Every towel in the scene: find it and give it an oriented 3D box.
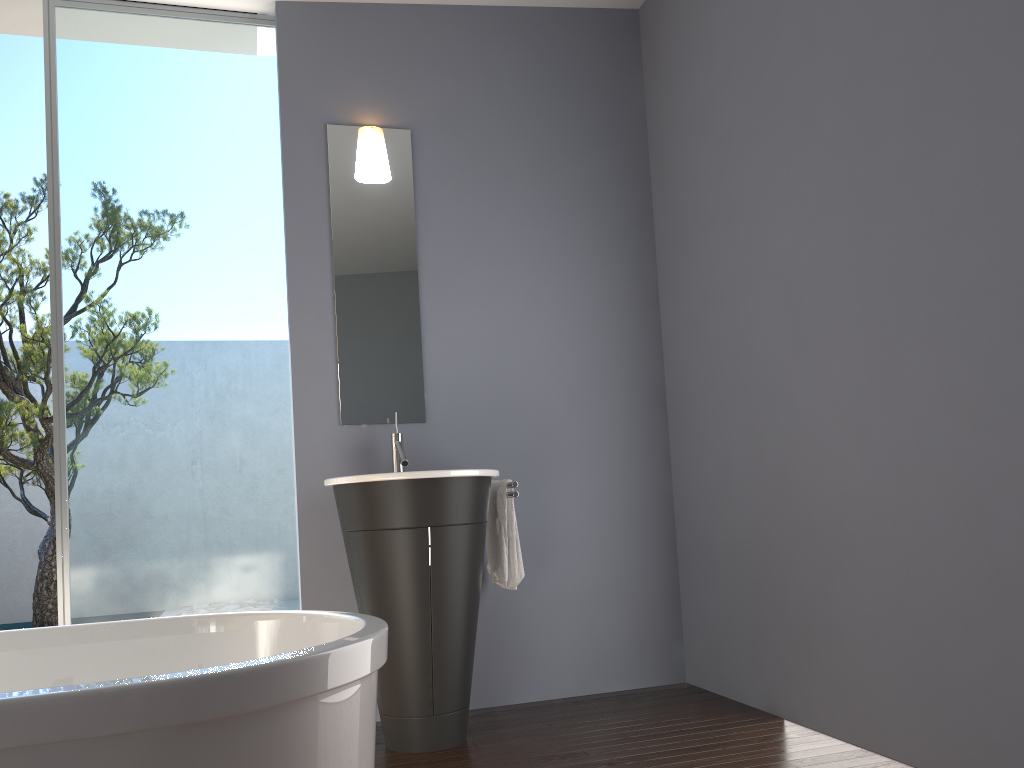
[{"bbox_3d":[-0.031,0.605,3.564,0.095,0.437,0.363,-2,-6,-16],"label":"towel"}]

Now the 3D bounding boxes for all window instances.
[{"bbox_3d":[-0.892,-0.092,3.723,1.884,2.986,0.022,-2,-4,-17],"label":"window"}]

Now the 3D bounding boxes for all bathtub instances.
[{"bbox_3d":[-1.228,0.743,1.358,2.097,0.707,0.919,-1,-7,-17],"label":"bathtub"}]

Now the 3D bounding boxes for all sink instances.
[{"bbox_3d":[-0.349,0.691,3.269,0.646,1.243,0.650,0,-6,-35],"label":"sink"}]

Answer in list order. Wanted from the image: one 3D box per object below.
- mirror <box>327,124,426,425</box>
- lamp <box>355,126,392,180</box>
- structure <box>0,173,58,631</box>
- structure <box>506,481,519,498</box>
[{"bbox_3d":[-0.570,-0.463,3.724,0.354,1.263,0.012,-2,-4,-17],"label":"mirror"},{"bbox_3d":[-0.586,-0.977,3.727,0.157,0.213,0.058,-2,-4,-17],"label":"lamp"},{"bbox_3d":[-3.488,0.373,5.859,2.585,3.450,2.537,-1,-6,-24],"label":"structure"},{"bbox_3d":[-0.054,0.433,3.557,0.025,0.144,0.484,-2,-8,-17],"label":"structure"}]
